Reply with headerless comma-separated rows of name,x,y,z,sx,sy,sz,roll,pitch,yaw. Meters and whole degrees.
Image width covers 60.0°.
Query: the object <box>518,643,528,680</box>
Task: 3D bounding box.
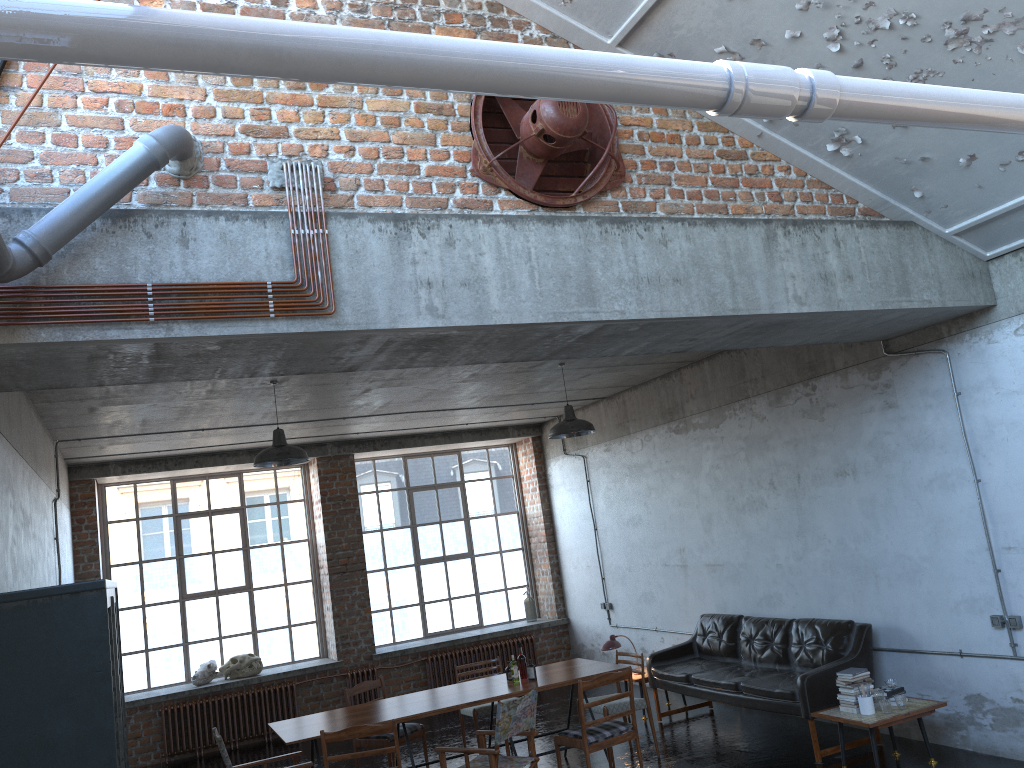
object,0.093,2.596,8.309,0.075,0.324,0.075,-8,-9,1

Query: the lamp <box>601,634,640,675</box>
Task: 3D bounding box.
lamp,1.257,3.112,10.182,0.496,0.492,0.220,-2,-11,-31

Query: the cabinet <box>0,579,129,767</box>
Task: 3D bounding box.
cabinet,-2.183,2.164,4.330,0.572,2.297,2.386,-4,-10,-24

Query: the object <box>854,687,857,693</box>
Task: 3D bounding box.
object,2.763,2.510,7.051,0.046,0.202,0.023,-10,-10,12

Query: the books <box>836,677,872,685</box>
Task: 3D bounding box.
books,2.793,2.424,7.252,0.231,0.023,0.162,-7,-9,-8

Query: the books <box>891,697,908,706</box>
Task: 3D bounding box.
books,3.091,2.599,7.276,0.179,0.034,0.243,0,-12,-40

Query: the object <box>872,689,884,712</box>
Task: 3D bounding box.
object,2.932,2.525,7.071,0.087,0.155,0.087,-16,-12,38

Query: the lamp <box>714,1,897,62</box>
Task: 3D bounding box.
lamp,1.959,-1.713,2.929,0.945,2.025,5.320,-7,-9,-6

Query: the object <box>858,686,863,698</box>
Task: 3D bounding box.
object,2.795,2.502,7.082,0.009,0.167,0.061,-6,-10,-12

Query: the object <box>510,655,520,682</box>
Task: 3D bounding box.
object,0.022,2.635,8.225,0.070,0.235,0.041,-4,-10,-24

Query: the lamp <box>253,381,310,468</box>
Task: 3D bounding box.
lamp,-2.132,0.279,8.040,0.502,0.891,0.502,-5,-10,-20

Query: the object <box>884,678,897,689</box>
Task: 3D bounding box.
object,3.119,2.467,7.293,0.103,0.068,0.103,-16,-12,38

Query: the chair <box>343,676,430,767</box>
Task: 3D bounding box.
chair,-1.220,3.442,8.703,0.509,1.028,0.573,-14,-11,30

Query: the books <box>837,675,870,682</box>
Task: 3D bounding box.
books,2.799,2.403,7.270,0.209,0.023,0.167,-3,-11,-30

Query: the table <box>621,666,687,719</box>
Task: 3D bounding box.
table,1.645,3.551,10.265,0.811,0.458,0.649,-4,-10,-24

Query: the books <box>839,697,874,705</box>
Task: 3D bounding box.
books,2.818,2.566,7.216,0.249,0.023,0.175,-4,-10,-23

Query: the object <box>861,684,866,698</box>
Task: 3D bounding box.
object,2.818,2.508,7.083,0.023,0.204,0.037,-11,-10,15

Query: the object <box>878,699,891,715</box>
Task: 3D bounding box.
object,2.932,2.534,6.953,0.092,0.099,0.092,-17,-13,43

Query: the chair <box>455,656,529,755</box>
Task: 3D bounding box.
chair,-0.224,3.419,9.310,0.589,0.971,0.577,-4,-10,-24

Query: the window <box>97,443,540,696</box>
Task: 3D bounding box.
window,1.328,4.001,15.107,19.864,12.900,0.747,-4,-10,-24

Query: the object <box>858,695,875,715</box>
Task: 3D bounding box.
object,2.811,2.546,7.032,0.110,0.137,0.110,-4,-10,-24

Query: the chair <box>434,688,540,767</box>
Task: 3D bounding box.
chair,-0.148,2.994,7.018,0.713,1.031,0.574,-15,-12,35

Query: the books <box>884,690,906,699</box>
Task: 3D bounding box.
books,3.086,2.549,7.293,0.243,0.024,0.175,-3,-11,-28

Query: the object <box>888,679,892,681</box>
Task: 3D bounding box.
object,3.118,2.462,7.296,0.081,0.060,0.065,0,-13,-41

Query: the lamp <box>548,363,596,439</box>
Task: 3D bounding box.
lamp,0.561,0.093,9.224,0.502,0.891,0.502,-5,-10,-20

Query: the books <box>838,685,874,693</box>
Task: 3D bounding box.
books,2.813,2.486,7.252,0.224,0.021,0.158,-4,-10,-24

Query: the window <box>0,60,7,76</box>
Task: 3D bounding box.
window,-0.897,-2.967,0.954,0.994,2.404,8.048,-4,-10,-24

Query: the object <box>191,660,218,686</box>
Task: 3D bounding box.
object,-4.155,3.907,11.987,0.281,0.281,0.575,-8,-9,2

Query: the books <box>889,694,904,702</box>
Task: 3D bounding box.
books,3.078,2.572,7.282,0.166,0.024,0.227,1,-13,-44

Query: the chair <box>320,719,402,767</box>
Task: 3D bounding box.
chair,-1.107,3.118,6.860,0.573,1.028,0.509,-7,-9,-4

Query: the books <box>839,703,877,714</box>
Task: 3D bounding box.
books,2.823,2.621,7.207,0.248,0.043,0.192,-4,-10,-24

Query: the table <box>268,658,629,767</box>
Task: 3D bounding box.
table,-0.474,3.248,7.921,3.112,0.917,1.067,-4,-10,-24

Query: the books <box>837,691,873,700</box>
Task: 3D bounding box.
books,2.814,2.530,7.241,0.245,0.028,0.193,-3,-11,-29

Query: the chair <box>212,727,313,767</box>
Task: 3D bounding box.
chair,-2.006,3.293,7.220,0.713,1.031,0.574,-4,-10,-24

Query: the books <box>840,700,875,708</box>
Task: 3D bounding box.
books,2.821,2.589,7.212,0.249,0.023,0.175,-3,-11,-28

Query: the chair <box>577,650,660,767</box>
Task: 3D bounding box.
chair,1.008,3.116,8.549,0.577,0.971,0.589,-4,-10,-24

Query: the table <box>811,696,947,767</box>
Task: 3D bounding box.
table,2.980,2.835,7.116,0.811,0.458,0.649,-4,-10,-24

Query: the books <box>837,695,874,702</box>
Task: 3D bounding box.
books,2.819,2.551,7.237,0.255,0.014,0.192,-5,-10,-21

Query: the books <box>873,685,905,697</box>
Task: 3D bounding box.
books,3.076,2.522,7.288,0.225,0.029,0.179,-2,-11,-31

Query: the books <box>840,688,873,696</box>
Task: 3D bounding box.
books,2.819,2.504,7.245,0.221,0.023,0.147,-4,-10,-25

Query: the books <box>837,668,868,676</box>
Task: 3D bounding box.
books,2.787,2.362,7.274,0.201,0.024,0.159,-2,-11,-33

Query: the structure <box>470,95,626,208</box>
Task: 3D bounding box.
structure,0.179,-1.612,5.634,1.058,1.096,0.808,-4,-10,-24

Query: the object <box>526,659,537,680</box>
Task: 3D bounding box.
object,0.178,2.639,8.194,0.097,0.180,0.051,-15,-12,37

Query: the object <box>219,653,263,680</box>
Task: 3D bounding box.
object,-3.723,3.854,12.112,0.625,0.305,0.418,-16,-12,39

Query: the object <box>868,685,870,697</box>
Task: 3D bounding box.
object,2.841,2.490,7.062,0.062,0.169,0.009,-4,-10,-24

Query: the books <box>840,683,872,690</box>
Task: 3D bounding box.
books,2.811,2.464,7.250,0.205,0.022,0.155,-3,-11,-29

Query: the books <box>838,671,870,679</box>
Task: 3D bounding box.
books,2.799,2.380,7.264,0.205,0.020,0.155,-4,-10,-24

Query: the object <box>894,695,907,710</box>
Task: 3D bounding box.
object,3.080,2.523,7.018,0.092,0.099,0.092,-17,-13,43

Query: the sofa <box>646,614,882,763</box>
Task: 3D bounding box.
sofa,2.380,2.892,8.811,0.929,1.045,2.610,-4,-10,-24

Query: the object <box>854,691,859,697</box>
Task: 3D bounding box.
object,2.783,2.515,7.042,0.137,0.190,0.009,-5,-10,-21

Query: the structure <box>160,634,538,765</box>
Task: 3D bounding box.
structure,-2.036,4.299,12.320,5.349,0.713,0.232,-4,-10,-24

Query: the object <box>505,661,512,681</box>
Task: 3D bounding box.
object,-0.022,2.694,8.321,0.077,0.173,0.077,-1,-12,-38

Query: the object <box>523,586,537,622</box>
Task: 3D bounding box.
object,0.276,3.474,14.008,0.172,0.551,0.172,-12,-10,20

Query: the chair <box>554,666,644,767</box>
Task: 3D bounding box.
chair,0.720,2.971,7.539,0.573,1.028,0.509,-2,-11,-34

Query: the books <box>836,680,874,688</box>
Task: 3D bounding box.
books,2.803,2.444,7.252,0.244,0.019,0.174,-4,-10,-24
